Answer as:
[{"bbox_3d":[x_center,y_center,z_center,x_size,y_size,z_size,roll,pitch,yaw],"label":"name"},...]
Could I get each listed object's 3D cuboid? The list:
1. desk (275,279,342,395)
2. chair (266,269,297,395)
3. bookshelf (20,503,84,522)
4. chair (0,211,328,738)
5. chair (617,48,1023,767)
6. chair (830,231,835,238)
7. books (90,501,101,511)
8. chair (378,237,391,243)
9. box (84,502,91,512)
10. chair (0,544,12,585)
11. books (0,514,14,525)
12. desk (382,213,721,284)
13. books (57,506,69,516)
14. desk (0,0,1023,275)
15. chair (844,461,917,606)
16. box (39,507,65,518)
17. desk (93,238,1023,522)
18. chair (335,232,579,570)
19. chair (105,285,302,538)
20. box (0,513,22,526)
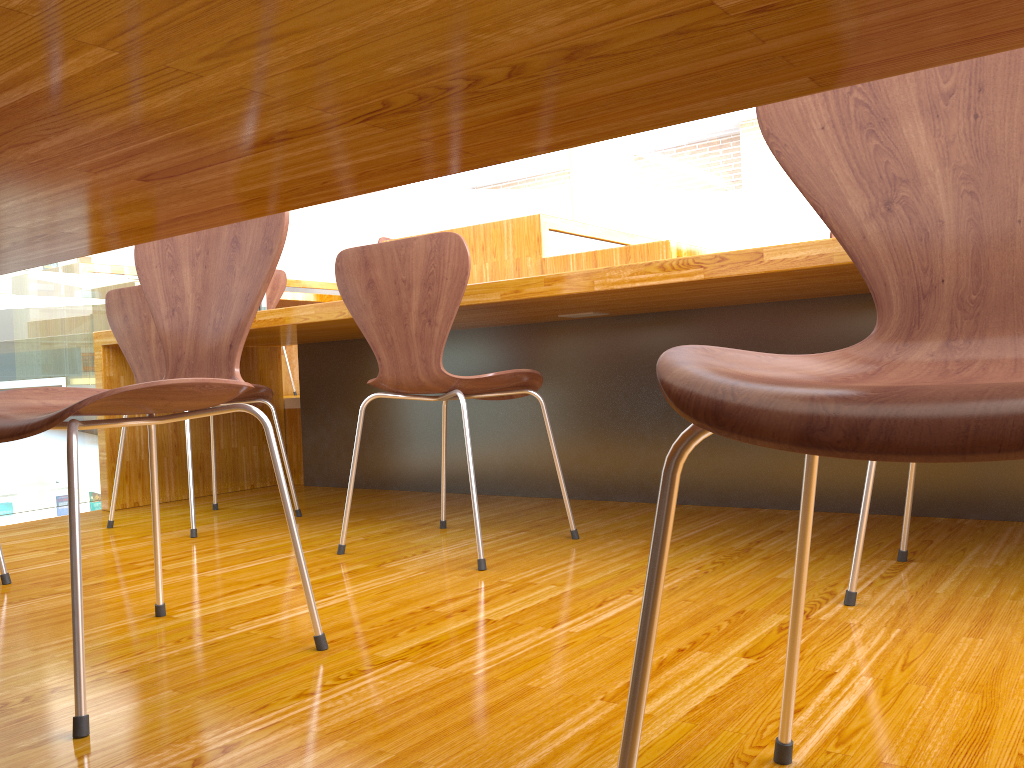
[{"bbox_3d":[-1.435,-0.313,6.071,1.248,0.757,3.196,-2,0,36],"label":"desk"},{"bbox_3d":[-1.479,-0.269,4.845,0.381,0.693,0.428,-2,0,36],"label":"chair"},{"bbox_3d":[-4.641,1.190,8.525,0.498,1.836,2.984,-2,0,36],"label":"bookshelf"},{"bbox_3d":[-0.565,0.056,1.273,0.428,0.693,0.381,-2,0,36],"label":"chair"},{"bbox_3d":[0.309,0.020,0.595,0.428,0.693,0.381,-2,0,36],"label":"chair"},{"bbox_3d":[1.111,-0.234,3.352,0.381,0.693,0.428,-2,0,36],"label":"chair"},{"bbox_3d":[-4.229,1.194,9.032,0.037,0.210,0.145,-2,0,36],"label":"books"},{"bbox_3d":[-0.325,-0.316,3.950,0.381,0.693,0.428,-2,0,36],"label":"chair"},{"bbox_3d":[-4.309,1.156,9.104,0.274,0.296,0.245,-2,0,36],"label":"box"},{"bbox_3d":[-1.352,0.089,1.842,0.428,0.693,0.381,-2,0,36],"label":"chair"},{"bbox_3d":[-4.754,1.216,8.309,0.037,0.210,0.145,-2,0,36],"label":"books"},{"bbox_3d":[0.933,-0.259,4.446,1.247,0.762,3.194,-2,0,36],"label":"desk"},{"bbox_3d":[-4.425,1.205,8.760,0.037,0.210,0.145,-2,0,36],"label":"books"},{"bbox_3d":[-0.931,0.327,0.632,3.216,1.022,1.248,-2,0,36],"label":"desk"},{"bbox_3d":[0.792,-0.007,1.433,0.428,0.693,0.381,-2,0,36],"label":"chair"},{"bbox_3d":[-4.515,1.167,8.819,0.274,0.296,0.245,-2,0,36],"label":"box"},{"bbox_3d":[0.176,0.058,2.328,3.356,0.606,0.760,-2,0,36],"label":"desk"},{"bbox_3d":[-0.137,0.032,2.056,0.428,0.693,0.381,-2,0,36],"label":"chair"},{"bbox_3d":[-0.924,0.064,2.625,0.428,0.693,0.381,-2,0,36],"label":"chair"},{"bbox_3d":[-4.829,1.185,8.383,0.274,0.296,0.245,-2,0,36],"label":"box"}]
